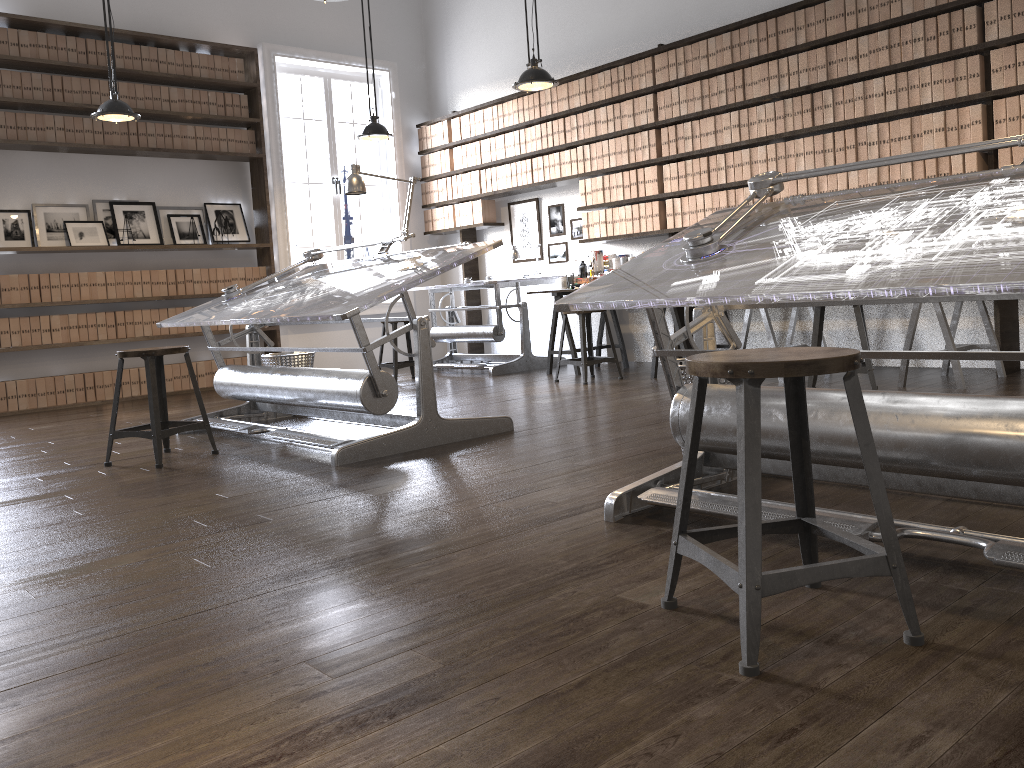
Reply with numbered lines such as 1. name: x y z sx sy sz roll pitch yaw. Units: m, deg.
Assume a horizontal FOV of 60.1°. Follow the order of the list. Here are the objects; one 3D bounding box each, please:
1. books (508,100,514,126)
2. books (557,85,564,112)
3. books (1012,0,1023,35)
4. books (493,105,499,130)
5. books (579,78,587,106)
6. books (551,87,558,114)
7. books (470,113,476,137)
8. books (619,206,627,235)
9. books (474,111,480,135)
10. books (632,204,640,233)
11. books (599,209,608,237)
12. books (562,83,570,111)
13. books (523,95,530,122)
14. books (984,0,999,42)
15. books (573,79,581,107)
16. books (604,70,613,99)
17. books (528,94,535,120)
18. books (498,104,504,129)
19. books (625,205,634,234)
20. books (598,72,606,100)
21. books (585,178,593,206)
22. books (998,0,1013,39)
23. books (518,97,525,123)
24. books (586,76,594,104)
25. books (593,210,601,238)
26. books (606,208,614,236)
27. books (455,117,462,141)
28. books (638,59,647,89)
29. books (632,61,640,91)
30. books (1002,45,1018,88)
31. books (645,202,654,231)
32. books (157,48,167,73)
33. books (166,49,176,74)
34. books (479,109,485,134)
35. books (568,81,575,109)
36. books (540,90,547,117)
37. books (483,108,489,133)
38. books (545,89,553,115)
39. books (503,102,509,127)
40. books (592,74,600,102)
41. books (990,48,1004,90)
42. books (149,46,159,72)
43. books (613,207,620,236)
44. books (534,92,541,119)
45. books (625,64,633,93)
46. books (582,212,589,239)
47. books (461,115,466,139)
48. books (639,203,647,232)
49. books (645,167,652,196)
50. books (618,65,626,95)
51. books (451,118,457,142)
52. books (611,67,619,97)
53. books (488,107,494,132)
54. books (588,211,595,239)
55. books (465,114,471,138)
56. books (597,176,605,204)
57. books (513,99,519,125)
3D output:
1. books: 0.052 -2.446 8.034 0.175 0.225 0.067 -7 5 -41
2. books: 0.474 -2.425 7.559 0.175 0.225 0.067 -7 5 -41
3. books: 2.836 -2.030 4.896 0.175 0.225 0.067 -7 5 -41
4. books: -0.088 -2.453 8.190 0.175 0.225 0.067 -7 5 -41
5. books: 0.648 -2.416 7.353 0.175 0.225 0.067 -7 5 -41
6. books: 0.427 -2.428 7.612 0.175 0.225 0.067 -7 5 -41
7. books: -0.309 -2.465 8.449 0.175 0.225 0.067 -7 5 -41
8. books: 0.950 -1.318 7.150 0.175 0.225 0.067 -7 5 -41
9. books: -0.262 -2.462 8.396 0.175 0.225 0.067 -7 5 -41
10. books: 1.043 -1.313 7.039 0.175 0.225 0.067 -7 5 -41
11. books: 0.810 -1.325 7.306 0.175 0.225 0.067 -7 5 -41
12. books: 0.514 -2.422 7.504 0.175 0.225 0.067 -7 5 -41
13. books: 0.190 -2.439 7.878 0.175 0.225 0.067 -7 5 -41
14. books: 2.743 -2.035 5.008 0.175 0.225 0.067 -7 5 -41
15. books: 0.602 -2.418 7.409 0.175 0.225 0.067 -7 5 -41
16. books: 0.834 -2.406 7.140 0.175 0.225 0.067 -7 5 -41
17. books: 0.235 -2.437 7.831 0.175 0.225 0.067 -7 5 -41
18. books: -0.038 -2.451 8.140 0.175 0.225 0.067 -7 5 -41
19. books: 0.995 -1.315 7.093 0.175 0.225 0.067 -7 5 -41
20. books: 0.788 -2.409 7.197 0.175 0.225 0.067 -7 5 -41
21. books: 0.703 -1.598 7.397 0.175 0.225 0.067 -7 5 -41
22. books: 2.788 -2.032 4.951 0.175 0.225 0.067 -7 5 -41
23. books: 0.145 -2.441 7.923 0.175 0.225 0.067 -7 5 -41
24. books: 0.698 -2.414 7.303 0.175 0.225 0.067 -7 5 -41
25. books: 0.764 -1.327 7.362 0.175 0.225 0.067 -7 5 -41
26. books: 0.859 -1.323 7.256 0.175 0.225 0.067 -7 5 -41
27. books: -0.456 -2.472 8.609 0.175 0.225 0.067 -7 5 -41
28. books: 1.067 -2.395 6.880 0.175 0.225 0.067 -7 5 -41
29. books: 1.024 -2.397 6.934 0.175 0.225 0.067 -7 5 -41
30. books: 2.815 -1.764 4.955 0.175 0.225 0.067 -7 5 -41
31. books: 1.133 -1.309 6.947 0.175 0.225 0.067 -7 5 -41
32. books: -2.995 -2.715 7.515 0.067 0.225 0.174 -7 5 -41
33. books: -2.943 -2.724 7.565 0.067 0.225 0.174 -7 5 -41
34. books: -0.222 -2.460 8.341 0.175 0.225 0.067 -7 5 -41
35. books: 0.562 -2.421 7.457 0.175 0.225 0.067 -7 5 -41
36. books: 0.334 -2.432 7.719 0.175 0.225 0.067 -7 5 -41
37. books: -0.174 -2.458 8.294 0.175 0.225 0.067 -7 5 -41
38. books: 0.377 -2.429 7.662 0.175 0.225 0.067 -7 5 -41
39. books: 0.009 -2.449 8.089 0.175 0.225 0.067 -7 5 -41
40. books: 0.745 -2.412 7.252 0.175 0.225 0.067 -7 5 -41
41. books: 2.776 -1.767 5.005 0.175 0.225 0.067 -7 5 -41
42. books: -3.049 -2.707 7.467 0.067 0.225 0.174 -7 5 -41
43. books: 0.907 -1.321 7.205 0.175 0.225 0.067 -7 5 -41
44. books: 0.280 -2.434 7.772 0.175 0.225 0.067 -7 5 -41
45. books: 0.976 -2.400 6.986 0.175 0.225 0.067 -7 5 -41
46. books: 0.676 -1.331 7.457 0.175 0.225 0.067 -7 5 -41
47. books: -0.402 -2.470 8.556 0.175 0.225 0.067 -7 5 -41
48. books: 1.088 -1.311 6.994 0.175 0.225 0.067 -7 5 -41
49. books: 1.123 -1.577 6.920 0.175 0.225 0.067 -7 5 -41
50. books: 0.926 -2.402 7.041 0.175 0.225 0.067 -7 5 -41
51. books: -0.501 -2.475 8.668 0.175 0.225 0.067 -7 5 -41
52. books: 0.881 -2.403 7.086 0.175 0.225 0.067 -7 5 -41
53. books: -0.134 -2.456 8.246 0.175 0.225 0.067 -7 5 -41
54. books: 0.723 -1.330 7.410 0.175 0.225 0.067 -7 5 -41
55. books: -0.359 -2.467 8.500 0.175 0.225 0.067 -7 5 -41
56. books: 0.787 -1.594 7.297 0.175 0.225 0.067 -7 5 -41
57. books: 0.098 -2.443 7.977 0.175 0.225 0.067 -7 5 -41
